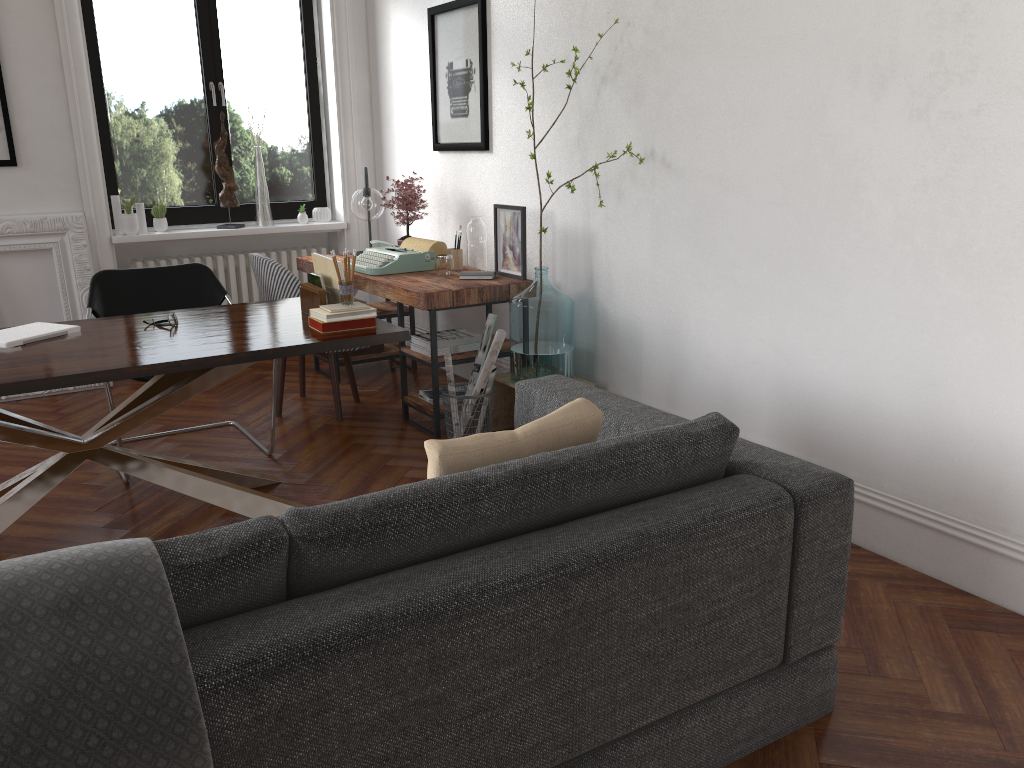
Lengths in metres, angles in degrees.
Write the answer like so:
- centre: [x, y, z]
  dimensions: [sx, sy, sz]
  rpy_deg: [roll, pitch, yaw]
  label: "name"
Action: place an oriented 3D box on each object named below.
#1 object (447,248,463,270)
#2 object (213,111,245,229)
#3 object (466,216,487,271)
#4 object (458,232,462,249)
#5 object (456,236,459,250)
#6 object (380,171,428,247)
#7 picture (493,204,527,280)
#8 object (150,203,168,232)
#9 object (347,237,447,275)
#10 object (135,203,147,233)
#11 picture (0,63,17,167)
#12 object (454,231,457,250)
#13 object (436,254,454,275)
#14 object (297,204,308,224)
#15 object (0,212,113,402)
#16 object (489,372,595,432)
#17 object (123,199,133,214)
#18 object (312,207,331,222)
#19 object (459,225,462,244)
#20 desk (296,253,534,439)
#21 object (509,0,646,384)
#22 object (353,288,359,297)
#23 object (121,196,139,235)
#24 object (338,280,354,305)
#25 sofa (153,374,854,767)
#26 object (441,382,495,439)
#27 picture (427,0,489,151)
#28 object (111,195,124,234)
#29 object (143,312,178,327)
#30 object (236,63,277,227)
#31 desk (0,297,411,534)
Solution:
- centre: [-0.321, -0.704, 4.996]
  dimensions: [0.058, 0.114, 0.075]
  rpy_deg: [-11, 19, -31]
  label: "object"
- centre: [-1.899, -1.410, 5.866]
  dimensions: [0.165, 0.758, 0.142]
  rpy_deg: [2, 16, 10]
  label: "object"
- centre: [-0.190, -0.749, 4.787]
  dimensions: [0.111, 0.304, 0.111]
  rpy_deg: [0, 16, 4]
  label: "object"
- centre: [-0.299, -0.752, 4.982]
  dimensions: [0.054, 0.208, 0.008]
  rpy_deg: [13, 21, 39]
  label: "object"
- centre: [-0.309, -0.757, 5.004]
  dimensions: [0.054, 0.208, 0.008]
  rpy_deg: [-16, 22, -42]
  label: "object"
- centre: [-0.651, -1.037, 5.436]
  dimensions: [0.290, 0.532, 0.306]
  rpy_deg: [3, 16, 12]
  label: "object"
- centre: [-0.011, -0.741, 4.615]
  dimensions: [0.022, 0.371, 0.281]
  rpy_deg: [-11, 19, -31]
  label: "picture"
- centre: [-2.292, -1.089, 5.776]
  dimensions: [0.097, 0.186, 0.098]
  rpy_deg: [-3, 16, -9]
  label: "object"
- centre: [-0.693, -0.746, 5.079]
  dimensions: [0.483, 0.149, 0.533]
  rpy_deg: [-11, 18, -32]
  label: "object"
- centre: [-2.371, -1.061, 5.673]
  dimensions: [0.051, 0.189, 0.051]
  rpy_deg: [0, 16, 3]
  label: "object"
- centre: [-3.251, -1.834, 4.732]
  dimensions: [0.881, 1.331, 0.035]
  rpy_deg: [-10, 19, -30]
  label: "picture"
- centre: [-0.321, -0.757, 5.001]
  dimensions: [0.008, 0.208, 0.054]
  rpy_deg: [6, 17, 22]
  label: "object"
- centre: [-0.364, -0.648, 4.808]
  dimensions: [0.093, 0.102, 0.093]
  rpy_deg: [-14, 20, -39]
  label: "object"
- centre: [-1.465, -1.189, 6.200]
  dimensions: [0.072, 0.135, 0.071]
  rpy_deg: [-3, 16, -6]
  label: "object"
- centre: [-2.890, -0.448, 5.242]
  dimensions: [0.828, 1.068, 0.232]
  rpy_deg: [-10, 19, -31]
  label: "object"
- centre: [0.144, 0.130, 4.441]
  dimensions: [0.340, 0.318, 0.433]
  rpy_deg: [-10, 18, -31]
  label: "object"
- centre: [-2.440, -1.068, 5.655]
  dimensions: [0.051, 0.214, 0.051]
  rpy_deg: [0, 16, 3]
  label: "object"
- centre: [-1.364, -1.215, 6.361]
  dimensions: [0.132, 0.098, 0.134]
  rpy_deg: [7, 17, 27]
  label: "object"
- centre: [-0.296, -0.772, 4.990]
  dimensions: [0.028, 0.240, 0.023]
  rpy_deg: [-12, 19, -33]
  label: "object"
- centre: [-0.623, -0.304, 5.205]
  dimensions: [0.646, 0.762, 1.791]
  rpy_deg: [-10, 18, -31]
  label: "desk"
- centre: [0.281, -0.988, 4.008]
  dimensions: [0.806, 2.070, 0.352]
  rpy_deg: [12, 20, 37]
  label: "object"
- centre: [-1.057, -0.588, 5.655]
  dimensions: [0.173, 0.110, 0.172]
  rpy_deg: [0, 15, 4]
  label: "object"
- centre: [-2.406, -1.062, 5.573]
  dimensions: [0.098, 0.246, 0.102]
  rpy_deg: [10, 19, 34]
  label: "object"
- centre: [-0.641, -0.354, 3.435]
  dimensions: [0.058, 0.091, 0.058]
  rpy_deg: [14, 22, 43]
  label: "object"
- centre: [-0.613, 0.551, 2.036]
  dimensions: [2.640, 0.834, 1.257]
  rpy_deg: [-10, 18, -31]
  label: "sofa"
- centre: [-0.211, 0.171, 4.339]
  dimensions: [0.260, 0.306, 0.259]
  rpy_deg: [6, 17, 22]
  label: "object"
- centre: [-0.308, -1.771, 5.121]
  dimensions: [0.050, 0.821, 0.631]
  rpy_deg: [-11, 19, -31]
  label: "picture"
- centre: [-2.506, -1.075, 5.634]
  dimensions: [0.051, 0.239, 0.051]
  rpy_deg: [0, 16, 3]
  label: "object"
- centre: [-1.370, -0.258, 3.510]
  dimensions: [0.132, 0.047, 0.114]
  rpy_deg: [5, 16, 20]
  label: "object"
- centre: [-1.652, -1.591, 5.945]
  dimensions: [0.295, 1.060, 0.288]
  rpy_deg: [-10, 18, -28]
  label: "object"
- centre: [-1.588, 0.221, 3.283]
  dimensions: [2.222, 0.756, 1.026]
  rpy_deg: [-10, 18, -31]
  label: "desk"
